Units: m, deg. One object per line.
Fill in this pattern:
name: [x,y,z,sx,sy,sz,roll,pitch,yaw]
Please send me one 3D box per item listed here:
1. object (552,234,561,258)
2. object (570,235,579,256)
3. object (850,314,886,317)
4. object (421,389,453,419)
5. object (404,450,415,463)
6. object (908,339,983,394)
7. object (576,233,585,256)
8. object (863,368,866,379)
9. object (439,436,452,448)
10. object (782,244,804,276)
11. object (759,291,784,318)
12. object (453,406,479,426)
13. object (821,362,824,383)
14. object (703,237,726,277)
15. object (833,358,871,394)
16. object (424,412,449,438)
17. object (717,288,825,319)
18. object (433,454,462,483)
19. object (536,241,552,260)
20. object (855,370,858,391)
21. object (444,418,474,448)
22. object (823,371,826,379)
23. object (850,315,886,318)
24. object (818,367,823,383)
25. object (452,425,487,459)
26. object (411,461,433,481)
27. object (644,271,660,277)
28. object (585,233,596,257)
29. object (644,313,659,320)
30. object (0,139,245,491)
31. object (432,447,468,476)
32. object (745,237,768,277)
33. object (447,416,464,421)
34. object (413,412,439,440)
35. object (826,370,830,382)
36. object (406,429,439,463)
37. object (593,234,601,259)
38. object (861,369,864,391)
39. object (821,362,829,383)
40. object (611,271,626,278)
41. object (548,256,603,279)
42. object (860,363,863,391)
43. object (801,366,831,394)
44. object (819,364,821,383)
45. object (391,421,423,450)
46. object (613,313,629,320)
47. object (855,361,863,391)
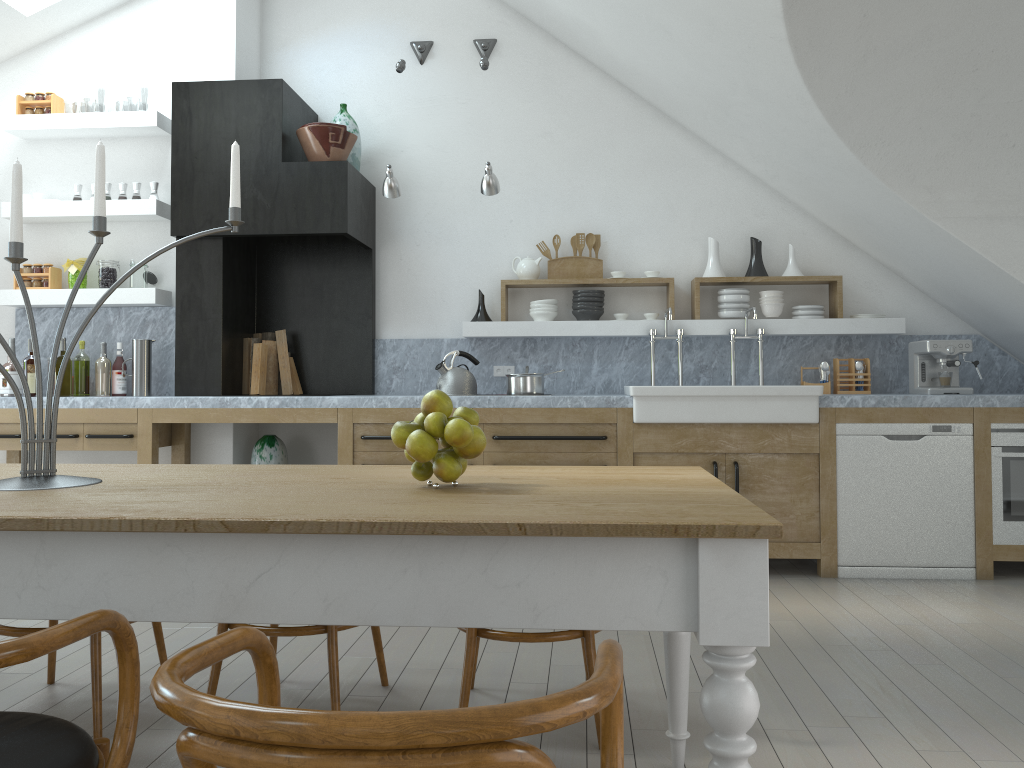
object: [0.290,-0.821,5.734,0.055,0.299,0.027,0,-2,5]
object: [0.408,-0.820,5.724,0.061,0.299,0.040,0,-2,2]
object: [2.220,-0.416,5.530,0.213,0.025,0.213,0,0,-8]
object: [-0.168,0.049,1.979,0.072,0.074,0.072,0,-1,5]
object: [-0.214,0.152,2.011,0.059,0.056,0.059,0,-1,-1]
object: [2.537,-0.094,5.143,0.324,0.320,0.386,0,-1,5]
object: [0.441,-0.820,5.702,0.057,0.299,0.019,0,-2,5]
object: [2.172,-0.030,5.480,0.044,0.179,0.019,0,-2,-18]
object: [-0.137,0.126,2.042,0.062,0.059,0.062,0,-1,9]
object: [1.768,-0.775,5.592,0.156,0.218,0.156,0,-1,-14]
object: [1.625,-0.497,5.546,0.158,0.160,0.154,-1,-1,33]
object: [-0.105,0.081,2.029,0.062,0.059,0.062,0,-1,5]
object: [1.919,-0.039,5.485,0.018,0.196,0.020,-1,-2,14]
object: [1.281,-0.799,5.625,0.156,0.268,0.156,0,-1,-7]
object: [2.105,-0.050,5.494,0.200,0.223,0.104,0,-1,5]
object: [-0.164,0.089,1.924,0.053,0.057,0.058,-1,-1,19]
object: [1.626,-0.495,5.570,0.657,0.196,0.197,0,-1,4]
object: [-0.140,0.183,1.926,0.064,0.063,0.063,0,-1,16]
object: [0.253,-0.803,5.734,0.199,0.259,0.016,0,-2,15]
object: [2.137,-0.030,5.495,0.019,0.179,0.044,0,-2,2]
object: [-0.114,0.105,1.897,0.062,0.063,0.063,0,-1,-33]
object: [1.928,-0.039,5.466,0.018,0.196,0.023,0,-2,0]
object: [2.220,-0.407,5.530,0.213,0.025,0.213,0,0,-8]
object: [1.903,-0.029,5.460,0.044,0.179,0.019,1,-2,-30]
object: [-0.094,0.128,1.951,0.077,0.076,0.076,0,-1,-29]
object: [-0.198,0.190,1.965,0.051,0.050,0.049,0,-1,8]
object: [0.895,-0.691,5.656,0.098,0.049,0.098,0,0,2]
object: [0.505,-0.820,5.699,0.068,0.298,0.039,0,-2,5]
object: [0.889,-0.423,5.648,0.098,0.049,0.098,0,0,2]
object: [-1.023,-0.204,2.081,0.775,0.876,0.265,0,-2,-21]
object: [-0.141,0.176,2.000,0.078,0.074,0.080,1,-1,-40]
object: [1.543,-0.799,5.601,0.156,0.268,0.156,0,-1,9]
object: [-0.128,0.097,1.982,0.053,0.051,0.053,0,-1,-24]
object: [-0.191,0.097,2.020,0.072,0.071,0.066,0,-1,-26]
object: [1.940,-0.029,5.453,0.019,0.179,0.044,0,-2,-11]
object: [-0.194,0.134,1.909,0.070,0.072,0.071,0,-1,-31]
object: [0.543,-0.820,5.714,0.057,0.294,0.030,0,-2,5]
object: [2.161,-0.040,5.463,0.022,0.196,0.019,0,-2,6]
object: [1.928,-0.042,5.447,0.040,0.192,0.042,-2,-2,41]
object: [0.681,-0.691,5.673,0.098,0.049,0.098,0,0,2]
object: [0.407,-0.741,5.712,0.353,0.158,0.084,0,-1,5]
object: [2.151,-0.039,5.460,0.018,0.196,0.020,-1,-2,27]
object: [1.883,-0.024,5.500,0.173,0.171,0.100,0,-1,6]
object: [1.910,-0.039,5.479,0.022,0.196,0.019,0,-2,-7]
object: [-0.231,0.114,1.959,0.072,0.064,0.071,0,-1,-2]
object: [0.697,-0.423,5.664,0.098,0.049,0.098,0,0,2]
object: [2.137,-0.042,5.452,0.042,0.192,0.040,1,-2,-35]
